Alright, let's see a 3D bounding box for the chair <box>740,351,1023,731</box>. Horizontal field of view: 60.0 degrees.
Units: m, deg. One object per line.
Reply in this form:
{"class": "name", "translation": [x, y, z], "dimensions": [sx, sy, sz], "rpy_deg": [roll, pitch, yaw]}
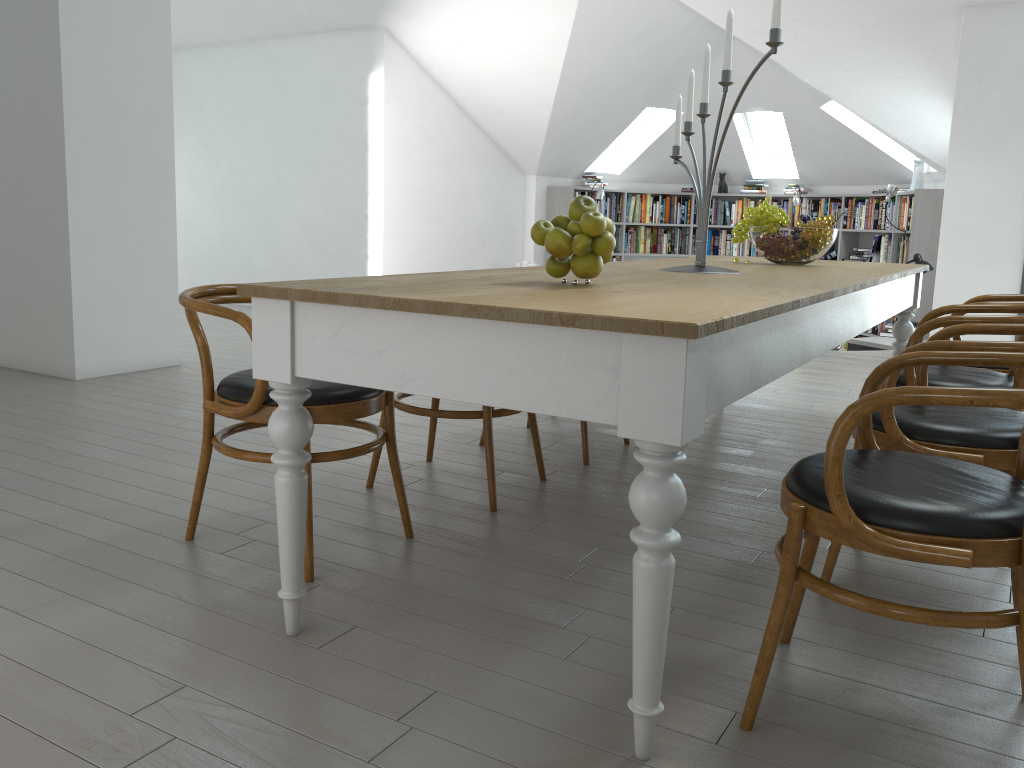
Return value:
{"class": "chair", "translation": [0.816, 0.304, 1.689], "dimensions": [0.622, 0.731, 0.529], "rpy_deg": [6, 11, 27]}

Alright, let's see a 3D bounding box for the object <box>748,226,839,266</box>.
{"class": "object", "translation": [1.167, -0.575, 3.704], "dimensions": [0.360, 0.159, 0.361], "rpy_deg": [4, 10, 10]}

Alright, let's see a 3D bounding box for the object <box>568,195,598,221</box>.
{"class": "object", "translation": [0.173, -0.422, 2.160], "dimensions": [0.072, 0.074, 0.073], "rpy_deg": [7, 11, 30]}

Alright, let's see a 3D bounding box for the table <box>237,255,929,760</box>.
{"class": "table", "translation": [0.691, 0.002, 3.117], "dimensions": [1.020, 0.795, 3.359], "rpy_deg": [7, 12, 30]}

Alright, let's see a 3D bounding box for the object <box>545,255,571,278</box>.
{"class": "object", "translation": [0.114, -0.292, 2.177], "dimensions": [0.063, 0.063, 0.064], "rpy_deg": [10, 13, 41]}

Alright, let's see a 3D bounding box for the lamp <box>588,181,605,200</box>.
{"class": "lamp", "translation": [0.880, -2.185, 10.245], "dimensions": [0.414, 0.310, 0.117], "rpy_deg": [7, 10, 27]}

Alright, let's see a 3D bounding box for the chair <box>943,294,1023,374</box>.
{"class": "chair", "translation": [1.932, -0.004, 3.541], "dimensions": [0.622, 0.731, 0.529], "rpy_deg": [7, 11, 30]}

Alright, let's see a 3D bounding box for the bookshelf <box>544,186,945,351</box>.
{"class": "bookshelf", "translation": [2.780, -1.299, 10.396], "dimensions": [4.340, 1.872, 2.115], "rpy_deg": [8, 11, 30]}

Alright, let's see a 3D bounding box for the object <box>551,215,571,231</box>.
{"class": "object", "translation": [0.122, -0.389, 2.186], "dimensions": [0.053, 0.057, 0.058], "rpy_deg": [-8, 13, -44]}

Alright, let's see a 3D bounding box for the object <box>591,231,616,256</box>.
{"class": "object", "translation": [0.216, -0.336, 2.117], "dimensions": [0.062, 0.059, 0.062], "rpy_deg": [8, 12, 34]}

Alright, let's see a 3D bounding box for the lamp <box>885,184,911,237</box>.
{"class": "lamp", "translation": [3.905, -1.749, 8.946], "dimensions": [0.275, 0.523, 0.113], "rpy_deg": [5, 10, 21]}

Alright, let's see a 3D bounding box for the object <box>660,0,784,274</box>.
{"class": "object", "translation": [0.639, -0.793, 2.842], "dimensions": [0.265, 0.871, 0.778], "rpy_deg": [2, 10, 4]}

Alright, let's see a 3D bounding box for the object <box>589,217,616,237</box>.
{"class": "object", "translation": [0.220, -0.375, 2.170], "dimensions": [0.066, 0.071, 0.073], "rpy_deg": [2, 10, 0]}

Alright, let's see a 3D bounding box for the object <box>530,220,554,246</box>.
{"class": "object", "translation": [0.076, -0.368, 2.155], "dimensions": [0.063, 0.063, 0.062], "rpy_deg": [0, 10, -7]}

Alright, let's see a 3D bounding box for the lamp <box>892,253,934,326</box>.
{"class": "lamp", "translation": [3.658, -0.864, 8.106], "dimensions": [0.234, 0.657, 0.323], "rpy_deg": [-7, 13, -44]}

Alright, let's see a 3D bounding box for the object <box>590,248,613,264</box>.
{"class": "object", "translation": [0.222, -0.325, 2.203], "dimensions": [0.060, 0.055, 0.060], "rpy_deg": [6, 11, 25]}

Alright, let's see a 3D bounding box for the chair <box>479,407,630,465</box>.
{"class": "chair", "translation": [0.155, -0.104, 3.796], "dimensions": [0.622, 0.731, 0.529], "rpy_deg": [7, 11, 30]}

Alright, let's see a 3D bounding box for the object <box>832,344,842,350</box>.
{"class": "object", "translation": [2.638, -0.456, 7.526], "dimensions": [0.320, 0.560, 0.322], "rpy_deg": [2, 9, 3]}

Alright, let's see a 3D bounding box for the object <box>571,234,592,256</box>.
{"class": "object", "translation": [0.164, -0.328, 2.092], "dimensions": [0.051, 0.053, 0.053], "rpy_deg": [6, 10, 22]}

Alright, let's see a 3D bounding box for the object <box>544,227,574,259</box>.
{"class": "object", "translation": [0.115, -0.337, 2.118], "dimensions": [0.076, 0.076, 0.077], "rpy_deg": [1, 10, -3]}

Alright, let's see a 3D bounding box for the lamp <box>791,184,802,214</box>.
{"class": "lamp", "translation": [3.415, -2.074, 10.517], "dimensions": [0.113, 0.564, 0.358], "rpy_deg": [8, 11, 36]}

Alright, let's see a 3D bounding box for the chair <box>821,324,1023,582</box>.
{"class": "chair", "translation": [1.193, 0.203, 2.302], "dimensions": [0.622, 0.731, 0.529], "rpy_deg": [8, 11, 33]}

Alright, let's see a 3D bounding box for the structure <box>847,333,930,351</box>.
{"class": "structure", "translation": [2.056, -0.349, 9.337], "dimensions": [4.709, 0.690, 4.731], "rpy_deg": [-1, 11, -14]}

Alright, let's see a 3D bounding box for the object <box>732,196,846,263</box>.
{"class": "object", "translation": [1.154, -0.642, 3.719], "dimensions": [0.393, 0.283, 0.294], "rpy_deg": [1, 10, -6]}

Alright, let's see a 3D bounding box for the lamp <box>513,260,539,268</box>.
{"class": "lamp", "translation": [0.159, -1.087, 9.693], "dimensions": [0.306, 0.522, 0.307], "rpy_deg": [5, 10, 19]}

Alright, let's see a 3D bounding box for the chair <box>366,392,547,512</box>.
{"class": "chair", "translation": [-0.229, -0.002, 3.183], "dimensions": [0.622, 0.731, 0.529], "rpy_deg": [6, 10, 25]}

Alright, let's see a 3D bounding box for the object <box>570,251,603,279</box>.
{"class": "object", "translation": [0.180, -0.291, 2.145], "dimensions": [0.080, 0.073, 0.079], "rpy_deg": [-1, 10, -15]}

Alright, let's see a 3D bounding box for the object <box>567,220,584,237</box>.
{"class": "object", "translation": [0.158, -0.369, 2.130], "dimensions": [0.053, 0.050, 0.053], "rpy_deg": [2, 10, 1]}

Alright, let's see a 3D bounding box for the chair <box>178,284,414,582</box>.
{"class": "chair", "translation": [-0.655, 0.093, 2.601], "dimensions": [0.622, 0.731, 0.529], "rpy_deg": [8, 11, 33]}

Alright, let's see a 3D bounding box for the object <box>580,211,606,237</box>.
{"class": "object", "translation": [0.191, -0.376, 2.088], "dimensions": [0.062, 0.059, 0.062], "rpy_deg": [7, 11, 30]}

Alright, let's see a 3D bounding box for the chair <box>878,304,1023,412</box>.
{"class": "chair", "translation": [1.511, 0.092, 2.953], "dimensions": [0.622, 0.731, 0.529], "rpy_deg": [7, 11, 27]}
